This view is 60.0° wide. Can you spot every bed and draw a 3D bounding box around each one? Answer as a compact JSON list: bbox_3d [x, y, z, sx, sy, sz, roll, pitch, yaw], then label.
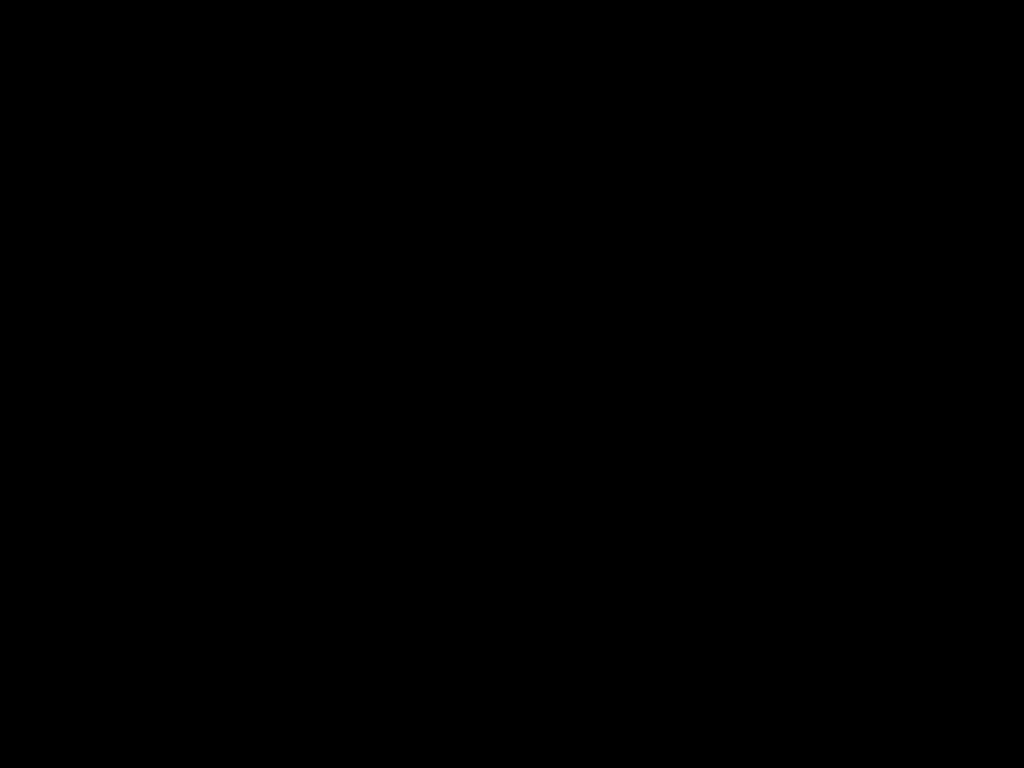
[{"bbox_3d":[-0.082,-0.318,0.867,3.009,0.994,2.087,-6,-4,1],"label":"bed"}]
